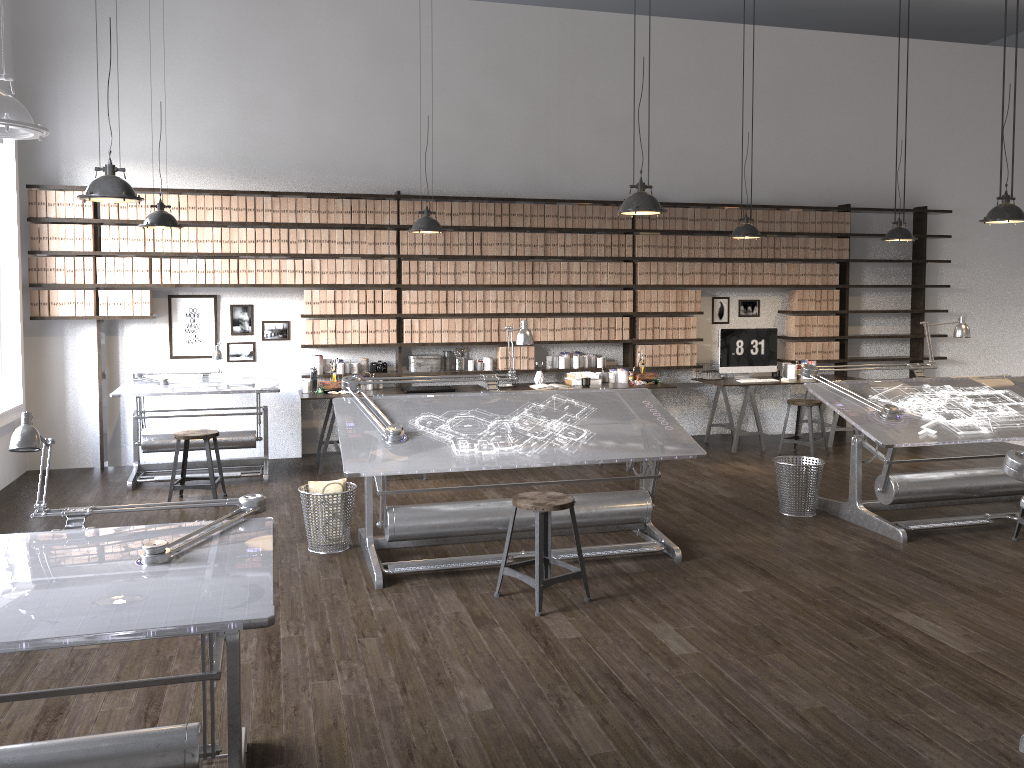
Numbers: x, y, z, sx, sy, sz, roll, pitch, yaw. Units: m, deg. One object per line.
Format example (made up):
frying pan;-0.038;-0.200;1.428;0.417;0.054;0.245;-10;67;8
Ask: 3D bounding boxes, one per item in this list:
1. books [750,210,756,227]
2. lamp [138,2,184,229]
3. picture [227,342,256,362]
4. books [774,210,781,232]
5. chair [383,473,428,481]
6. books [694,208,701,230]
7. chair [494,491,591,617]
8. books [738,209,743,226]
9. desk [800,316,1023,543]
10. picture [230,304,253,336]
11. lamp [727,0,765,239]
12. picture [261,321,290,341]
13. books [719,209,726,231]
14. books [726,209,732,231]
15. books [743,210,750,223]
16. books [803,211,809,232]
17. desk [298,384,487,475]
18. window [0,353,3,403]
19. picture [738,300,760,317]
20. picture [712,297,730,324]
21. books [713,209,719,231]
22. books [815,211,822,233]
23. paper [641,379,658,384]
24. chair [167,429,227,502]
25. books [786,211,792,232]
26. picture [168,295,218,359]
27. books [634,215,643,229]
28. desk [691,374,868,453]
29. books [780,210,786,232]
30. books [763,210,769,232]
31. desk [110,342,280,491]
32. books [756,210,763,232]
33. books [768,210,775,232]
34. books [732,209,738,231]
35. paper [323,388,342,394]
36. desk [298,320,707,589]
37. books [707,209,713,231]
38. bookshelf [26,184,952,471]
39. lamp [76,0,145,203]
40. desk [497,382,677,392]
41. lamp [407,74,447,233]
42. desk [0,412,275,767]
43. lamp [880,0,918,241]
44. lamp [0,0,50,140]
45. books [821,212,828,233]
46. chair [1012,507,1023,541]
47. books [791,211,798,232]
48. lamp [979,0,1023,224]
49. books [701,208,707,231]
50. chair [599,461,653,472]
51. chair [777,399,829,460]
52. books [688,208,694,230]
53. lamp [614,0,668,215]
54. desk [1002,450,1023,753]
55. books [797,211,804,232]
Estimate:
books;2.462;-1.689;9.194;0.067;0.225;0.175;-1;4;-15
lamp;-2.544;-2.253;6.357;0.311;2.246;0.313;-2;4;-35
picture;-2.476;-0.292;8.097;0.251;0.183;0.023;-1;3;-15
books;2.734;-1.696;9.261;0.067;0.225;0.175;-1;4;-15
chair;-0.900;0.524;7.437;0.371;0.526;0.359;0;4;-7
books;1.853;-1.671;9.024;0.067;0.225;0.175;-1;4;-15
chair;0.158;0.840;4.492;0.359;0.526;0.372;-3;5;-37
books;2.318;-1.685;9.155;0.067;0.225;0.175;-1;4;-15
desk;3.127;0.220;6.194;2.069;1.382;1.080;-1;5;-15
picture;-2.467;-0.585;8.085;0.201;0.284;0.022;-1;3;-16
lamp;2.023;-2.386;7.597;0.311;2.246;0.313;1;3;9
picture;-2.179;-0.492;8.167;0.251;0.183;0.023;-1;3;-15
books;2.126;-1.678;9.096;0.067;0.225;0.175;-1;4;-15
books;2.196;-1.680;9.115;0.067;0.225;0.175;-1;4;-15
books;2.391;-1.686;9.169;0.067;0.225;0.175;-1;4;-15
books;3.063;-1.706;9.357;0.067;0.225;0.175;-1;4;-15
desk;-1.047;0.395;7.955;1.668;0.667;0.658;-2;5;-15
window;-3.939;-0.904;6.447;0.153;2.302;1.248;-1;4;-15
picture;2.522;-0.806;9.429;0.251;0.183;0.023;-1;3;-15
picture;2.199;-0.776;9.344;0.201;0.284;0.022;-1;3;-16
books;2.055;-1.677;9.081;0.067;0.225;0.175;-1;4;-15
books;3.202;-1.710;9.387;0.067;0.225;0.175;-1;4;-15
paper;1.335;-0.022;8.534;0.155;0.038;0.138;0;6;0
chair;-2.326;0.620;6.544;0.371;0.526;0.359;0;4;-7
books;2.859;-1.700;9.298;0.067;0.225;0.175;-1;4;-15
picture;-2.867;-0.515;7.969;0.415;0.573;0.040;-1;3;-15
books;1.242;-1.653;8.864;0.067;0.225;0.175;-1;4;-15
desk;2.723;0.286;8.975;1.668;0.667;0.658;-2;5;-15
books;2.798;-1.698;9.283;0.067;0.225;0.175;-1;4;-15
books;2.599;-1.693;9.231;0.067;0.225;0.175;-1;4;-15
desk;-2.617;0.226;7.487;1.269;1.094;1.075;-1;5;-15
books;2.532;-1.690;9.208;0.067;0.225;0.175;-1;4;-15
books;2.668;-1.695;9.249;0.067;0.225;0.175;-1;4;-15
books;2.256;-1.683;9.136;0.067;0.225;0.175;-1;4;-15
paper;-1.556;0.062;7.752;0.155;0.038;0.138;-3;7;-30
desk;-0.109;0.314;5.319;2.280;1.382;1.080;-1;5;-15
books;1.987;-1.675;9.066;0.067;0.225;0.175;-1;4;-15
bookshelf;0.358;-0.247;8.787;9.178;3.198;0.374;-2;3;-15
lamp;-2.011;-2.041;4.377;0.311;2.246;0.313;-2;4;-35
desk;0.656;0.346;8.416;1.668;0.667;0.658;-2;5;-15
lamp;-0.665;-2.308;6.870;0.311;2.246;0.313;-2;4;-35
desk;-1.348;0.706;2.587;1.269;1.185;1.175;-1;5;-15
lamp;3.523;-2.430;8.003;0.311;2.246;0.313;1;3;9
lamp;-1.479;-1.832;2.435;0.311;2.246;0.313;-2;4;-35
books;3.272;-1.712;9.406;0.067;0.225;0.175;-1;4;-15
chair;3.275;0.748;5.343;0.372;0.526;0.359;1;4;13
books;2.929;-1.702;9.315;0.067;0.225;0.175;-1;4;-15
lamp;3.268;-2.194;5.805;0.311;2.246;0.313;1;3;9
books;1.920;-1.673;9.046;0.067;0.225;0.175;-1;4;-15
chair;1.023;0.476;7.885;0.372;0.526;0.359;-4;6;-42
chair;2.765;0.422;8.384;0.372;0.526;0.359;4;6;43
books;1.783;-1.669;9.007;0.067;0.225;0.175;-1;4;-15
lamp;0.754;-2.121;5.125;0.311;2.246;0.313;0;3;5
desk;2.694;0.587;2.781;2.069;1.382;1.080;-1;5;-15
books;2.996;-1.704;9.337;0.067;0.225;0.175;-1;4;-15
